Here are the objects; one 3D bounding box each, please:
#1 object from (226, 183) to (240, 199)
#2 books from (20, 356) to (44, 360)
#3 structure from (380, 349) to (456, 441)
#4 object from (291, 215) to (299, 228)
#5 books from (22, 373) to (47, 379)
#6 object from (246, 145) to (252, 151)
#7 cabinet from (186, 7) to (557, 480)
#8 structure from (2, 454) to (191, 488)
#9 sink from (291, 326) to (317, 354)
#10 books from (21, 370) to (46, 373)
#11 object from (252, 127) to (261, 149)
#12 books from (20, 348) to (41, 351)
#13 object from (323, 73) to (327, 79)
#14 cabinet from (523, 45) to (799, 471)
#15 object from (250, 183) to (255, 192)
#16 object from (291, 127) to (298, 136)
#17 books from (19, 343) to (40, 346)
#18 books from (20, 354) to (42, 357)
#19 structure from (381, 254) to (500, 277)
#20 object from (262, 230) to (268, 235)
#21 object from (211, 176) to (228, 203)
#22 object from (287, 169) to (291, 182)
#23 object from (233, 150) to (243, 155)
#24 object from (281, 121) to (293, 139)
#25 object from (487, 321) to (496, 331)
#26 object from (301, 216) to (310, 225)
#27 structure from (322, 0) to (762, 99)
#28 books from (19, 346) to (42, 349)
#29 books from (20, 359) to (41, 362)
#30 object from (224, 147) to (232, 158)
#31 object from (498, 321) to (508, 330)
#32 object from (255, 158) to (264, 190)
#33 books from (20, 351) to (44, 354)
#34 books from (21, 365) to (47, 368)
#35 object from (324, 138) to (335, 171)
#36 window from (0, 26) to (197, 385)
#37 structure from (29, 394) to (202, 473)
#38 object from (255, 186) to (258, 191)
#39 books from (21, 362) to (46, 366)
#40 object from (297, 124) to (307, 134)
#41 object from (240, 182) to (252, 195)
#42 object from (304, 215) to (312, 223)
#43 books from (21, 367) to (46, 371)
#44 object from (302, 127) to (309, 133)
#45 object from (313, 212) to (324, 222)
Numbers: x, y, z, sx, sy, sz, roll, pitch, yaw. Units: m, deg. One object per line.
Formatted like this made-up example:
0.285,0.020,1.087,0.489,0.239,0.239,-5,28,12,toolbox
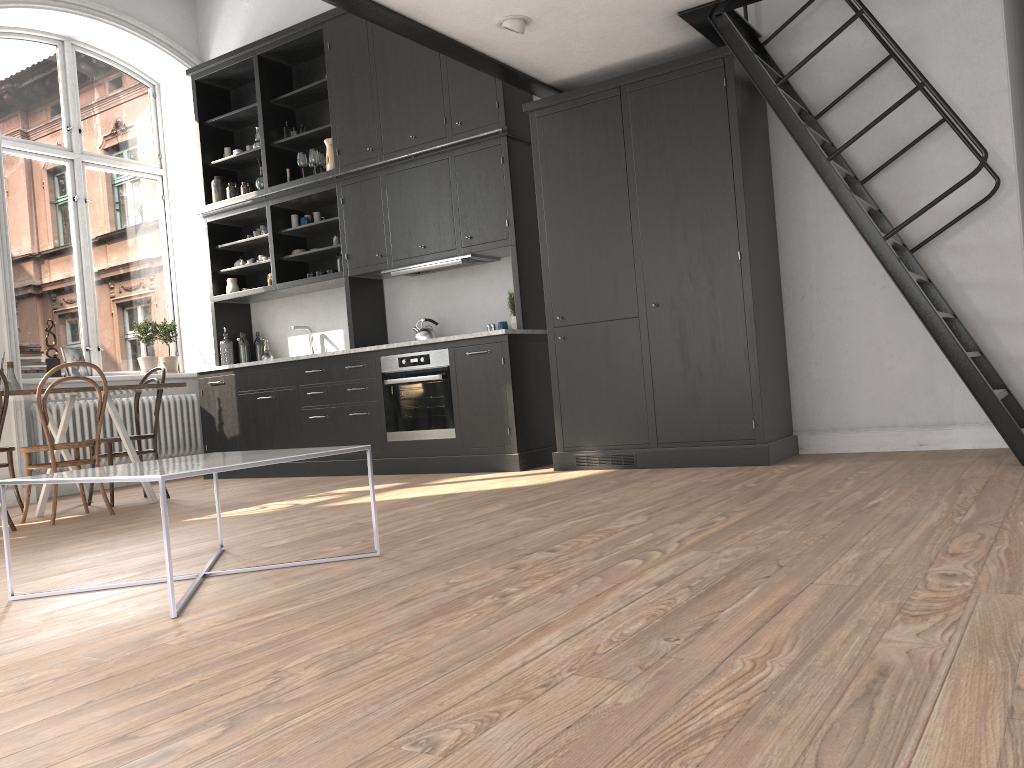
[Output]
-2.424,-1.663,7.709,0.114,0.155,0.114,-5,0,36,object
-3.886,-0.200,7.070,0.158,0.024,0.222,-5,0,33,books
-0.529,0.076,6.553,0.622,0.623,0.618,-5,0,33,structure
-1.819,-1.348,7.452,0.059,0.135,0.082,-5,0,1,object
-3.870,-0.057,7.045,0.192,0.043,0.248,-5,0,33,books
-2.317,-2.039,7.852,0.059,0.135,0.082,-5,0,-34,object
-1.289,-1.095,6.986,3.252,3.583,0.634,-5,0,33,cabinet
-4.427,-1.282,5.938,0.340,4.474,5.180,-5,0,33,structure
-1.844,-0.237,7.427,0.526,0.504,0.514,-5,0,33,sink
-3.871,-0.090,7.046,0.175,0.023,0.249,-5,0,28,books
-2.171,-2.095,7.627,0.132,0.219,0.132,-5,0,7,object
-3.896,-0.264,7.053,0.231,0.023,0.162,-5,0,-42,books
-1.484,-2.475,7.214,0.055,0.121,0.167,-5,0,-32,object
0.921,-0.683,5.586,1.401,2.371,0.633,-5,0,33,cabinet
-2.322,-1.681,7.846,0.092,0.184,0.092,-5,0,-2,object
-1.814,-2.078,7.395,0.053,0.125,0.041,-5,0,0,object
-3.903,-0.306,7.065,0.159,0.024,0.201,-5,0,23,books
-3.885,-0.223,7.064,0.155,0.022,0.205,-5,0,28,books
-0.543,-0.903,6.670,0.844,0.123,0.379,-5,0,33,structure
-2.092,-1.280,7.565,0.071,0.047,0.071,-5,0,-19,object
-2.557,-1.693,7.770,0.118,0.238,0.118,-5,0,18,object
-1.858,-1.716,7.381,0.123,0.161,0.123,-5,0,42,object
-2.417,-2.011,7.833,0.096,0.095,0.096,-5,0,-23,object
-1.885,-2.110,7.452,0.084,0.199,0.065,-5,0,-35,object
-0.152,-0.408,6.538,0.080,0.116,0.040,-5,0,38,object
-1.723,-1.335,7.385,0.082,0.093,0.140,-5,0,-2,object
0.505,-2.542,2.598,4.159,1.213,5.925,-5,0,33,structure
-3.891,-0.286,7.064,0.155,0.020,0.205,-5,0,33,books
-3.881,-0.177,7.064,0.205,0.022,0.155,-5,0,-43,books
-2.521,-2.021,7.871,0.059,0.135,0.082,-5,0,-29,object
-0.067,-0.405,6.457,0.082,0.093,0.140,-5,0,23,object
-2.099,-1.794,7.458,0.134,0.357,0.134,-5,0,-12,object
-3.890,-0.243,7.060,0.174,0.019,0.243,-5,0,33,books
-3.882,-0.131,7.063,0.193,0.014,0.255,-5,0,36,books
-1.434,-1.807,7.036,0.094,0.267,0.116,-5,0,-15,object
-3.237,-5.870,14.629,26.406,15.935,14.380,-5,0,33,window
-3.343,0.396,7.530,0.194,0.552,1.577,-5,0,33,structure
-2.185,-1.698,7.731,0.092,0.184,0.092,-5,0,-43,object
-3.885,-0.152,7.063,0.193,0.028,0.245,-5,0,28,books
-1.773,-2.107,7.512,0.065,0.177,0.084,-5,0,-35,object
-2.309,-1.670,7.699,0.096,0.150,0.096,-5,0,21,object
-1.729,-1.356,7.493,0.082,0.135,0.059,-5,0,-29,object
-3.873,-0.113,7.046,0.175,0.023,0.249,-5,0,33,books
-1.725,-2.084,7.415,0.044,0.121,0.058,-5,0,-30,object
-1.616,-1.366,7.412,0.082,0.135,0.059,-5,0,16,object
